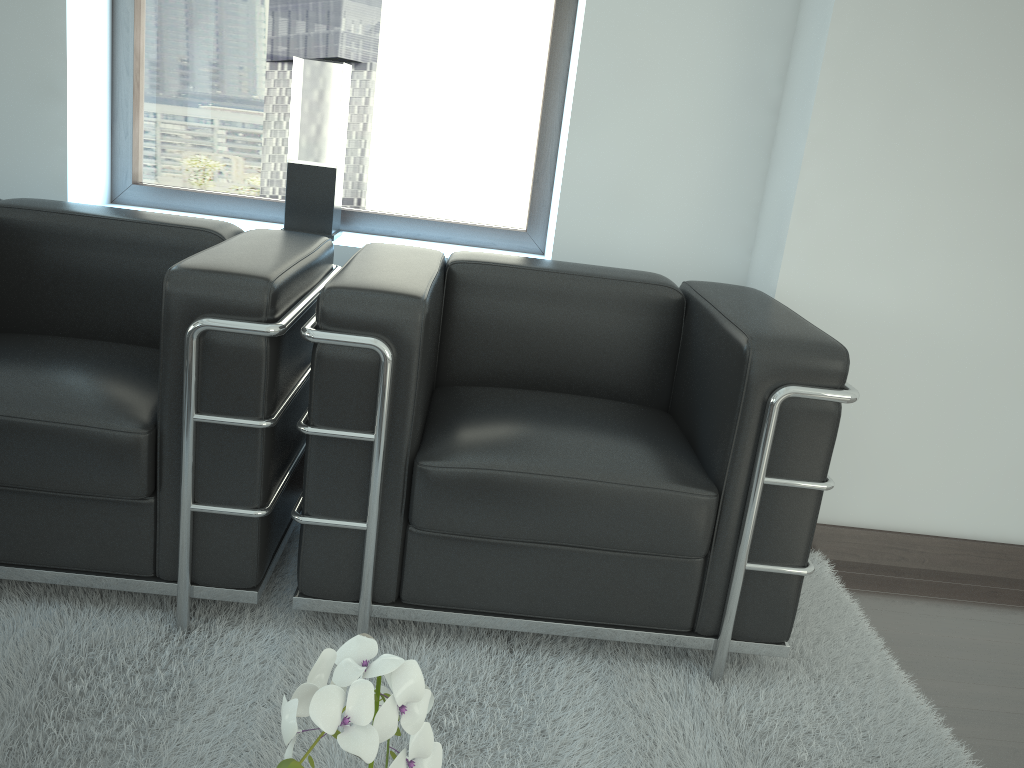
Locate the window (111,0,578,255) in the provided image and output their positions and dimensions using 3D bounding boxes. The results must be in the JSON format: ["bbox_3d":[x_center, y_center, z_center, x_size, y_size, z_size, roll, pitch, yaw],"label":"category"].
[{"bbox_3d":[-0.729,-2.080,4.082,2.131,2.710,0.147,7,15,-3],"label":"window"}]

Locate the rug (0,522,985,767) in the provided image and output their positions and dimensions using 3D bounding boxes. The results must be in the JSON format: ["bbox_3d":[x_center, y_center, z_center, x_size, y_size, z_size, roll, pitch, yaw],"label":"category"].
[{"bbox_3d":[-1.165,1.332,0.768,5.167,0.109,6.305,6,17,-3],"label":"rug"}]

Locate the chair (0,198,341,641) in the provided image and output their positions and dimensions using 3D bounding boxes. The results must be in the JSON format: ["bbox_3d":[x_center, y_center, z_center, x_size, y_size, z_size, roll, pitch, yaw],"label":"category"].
[{"bbox_3d":[-1.525,0.024,3.074,1.645,1.161,1.133,6,16,-3],"label":"chair"}]

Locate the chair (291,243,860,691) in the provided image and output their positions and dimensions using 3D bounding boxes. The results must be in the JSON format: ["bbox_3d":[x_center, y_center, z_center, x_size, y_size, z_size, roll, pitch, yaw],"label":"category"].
[{"bbox_3d":[0.148,0.214,3.149,1.645,1.161,1.133,6,16,-3],"label":"chair"}]

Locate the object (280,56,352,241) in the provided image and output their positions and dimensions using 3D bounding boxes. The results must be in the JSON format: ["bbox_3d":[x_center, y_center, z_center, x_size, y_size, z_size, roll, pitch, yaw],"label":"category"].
[{"bbox_3d":[-0.884,-1.064,4.029,0.243,0.770,0.240,7,15,-3],"label":"object"}]

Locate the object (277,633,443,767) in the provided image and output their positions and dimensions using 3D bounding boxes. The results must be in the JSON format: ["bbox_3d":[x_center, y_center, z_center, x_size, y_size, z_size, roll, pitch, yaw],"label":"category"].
[{"bbox_3d":[-0.148,0.581,0.555,0.335,0.984,0.254,7,15,-3],"label":"object"}]
